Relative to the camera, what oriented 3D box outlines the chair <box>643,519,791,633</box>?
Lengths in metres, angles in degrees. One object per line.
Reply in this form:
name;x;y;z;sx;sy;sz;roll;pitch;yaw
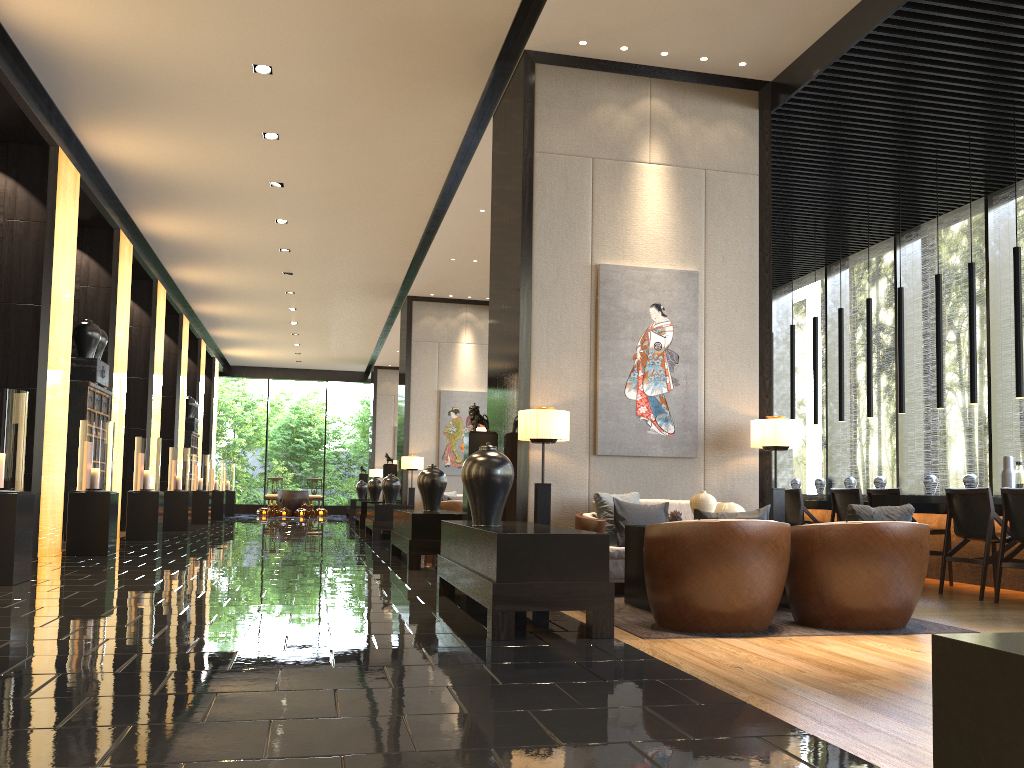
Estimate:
chair;1.139;1.028;4.785;0.804;0.602;0.609;2;-6;-12

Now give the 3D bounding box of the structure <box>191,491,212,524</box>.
structure;-6.303;2.488;17.853;0.402;0.655;0.404;2;-5;-12

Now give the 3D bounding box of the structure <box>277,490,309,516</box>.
structure;-6.187;3.359;25.017;0.874;0.707;0.877;4;-6;-24

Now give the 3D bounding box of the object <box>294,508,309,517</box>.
object;-5.749;3.506;24.195;0.370;0.228;0.371;2;-6;-10

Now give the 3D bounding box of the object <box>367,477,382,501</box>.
object;-2.757;2.114;17.811;0.311;0.491;0.313;1;-5;6

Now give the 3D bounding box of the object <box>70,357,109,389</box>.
object;-5.150;-0.123;10.785;0.365;0.313;0.609;2;-7;-12

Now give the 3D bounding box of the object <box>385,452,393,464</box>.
object;-2.227;1.346;16.029;0.162;0.217;0.102;3;-5;-24

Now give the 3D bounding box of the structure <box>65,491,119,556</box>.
structure;-4.388;1.452;9.270;0.402;0.655;0.404;2;-5;-12

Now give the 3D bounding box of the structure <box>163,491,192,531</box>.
structure;-5.664;2.142;14.992;0.402;0.655;0.404;2;-5;-12

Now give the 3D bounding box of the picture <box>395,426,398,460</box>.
picture;-2.824;1.932;24.484;0.835;1.496;0.037;2;-4;-12

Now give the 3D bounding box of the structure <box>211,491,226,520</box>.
structure;-6.941;2.833;20.714;0.402;0.655;0.404;2;-5;-12

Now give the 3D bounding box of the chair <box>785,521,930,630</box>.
chair;1.975;1.066;4.970;0.804;0.602;0.609;2;-6;-12

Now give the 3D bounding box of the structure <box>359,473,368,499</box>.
structure;-4.167;3.111;24.729;0.240;1.213;0.241;2;-4;-12

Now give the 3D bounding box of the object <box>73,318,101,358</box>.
object;-5.117;-0.546;10.655;0.312;0.491;0.312;-3;-7;44

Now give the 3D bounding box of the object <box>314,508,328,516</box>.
object;-5.358;3.595;24.852;0.370;0.228;0.370;6;-8;-40

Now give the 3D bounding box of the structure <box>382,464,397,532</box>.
structure;-2.214;2.055;15.976;0.240;1.213;0.241;2;-4;-12

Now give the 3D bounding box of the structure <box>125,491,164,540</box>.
structure;-5.026;1.797;12.131;0.402;0.655;0.404;2;-5;-12

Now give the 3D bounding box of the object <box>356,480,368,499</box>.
object;-3.883;2.724;22.859;0.311;0.491;0.313;1;-5;6

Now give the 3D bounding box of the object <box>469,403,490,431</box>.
object;-0.273;0.279;7.293;0.176;0.245;0.116;2;-5;-12

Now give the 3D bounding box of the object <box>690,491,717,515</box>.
object;1.237;0.809;5.730;0.171;0.235;0.172;-1;-5;22

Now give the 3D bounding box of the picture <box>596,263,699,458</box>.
picture;1.078;-0.179;6.993;0.835;1.496;0.037;2;-4;-12

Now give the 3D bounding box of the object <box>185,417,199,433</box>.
object;-7.066;0.914;19.377;0.365;0.313;0.609;2;-7;-12

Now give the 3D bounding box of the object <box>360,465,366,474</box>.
object;-4.173;2.388;24.769;0.176;0.245;0.116;2;-4;-8

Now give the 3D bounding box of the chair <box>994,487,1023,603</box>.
chair;3.765;1.138;6.181;0.563;0.824;0.528;2;-5;-12

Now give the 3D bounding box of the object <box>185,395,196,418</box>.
object;-7.033;0.491;19.247;0.312;0.491;0.312;5;-6;-39

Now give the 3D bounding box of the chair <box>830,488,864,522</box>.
chair;3.295;1.393;8.289;0.563;0.824;0.528;2;-5;-12

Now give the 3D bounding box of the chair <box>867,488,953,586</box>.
chair;3.420;1.325;7.728;0.563;0.824;0.528;2;-5;-12

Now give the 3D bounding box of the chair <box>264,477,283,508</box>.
chair;-6.874;3.236;25.574;0.520;1.072;0.538;2;-5;-12

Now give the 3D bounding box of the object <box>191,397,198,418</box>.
object;-7.105;0.530;19.571;0.312;0.491;0.312;4;-6;-31

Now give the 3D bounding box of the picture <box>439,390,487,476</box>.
picture;-0.866;0.873;15.706;0.835;1.496;0.037;2;-4;-12

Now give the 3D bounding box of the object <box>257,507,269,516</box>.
object;-6.867;3.529;24.537;0.369;0.228;0.371;0;-6;5

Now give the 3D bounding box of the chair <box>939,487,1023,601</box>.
chair;3.640;1.206;6.741;0.563;0.824;0.528;2;-5;-12

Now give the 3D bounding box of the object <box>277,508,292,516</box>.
object;-6.198;3.485;24.091;0.369;0.228;0.371;0;-6;10

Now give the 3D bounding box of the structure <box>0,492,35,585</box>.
structure;-3.750;1.106;6.408;0.402;0.655;0.404;2;-5;-12

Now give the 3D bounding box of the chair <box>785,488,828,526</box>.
chair;3.075;1.512;9.276;0.563;0.824;0.528;2;-5;-12

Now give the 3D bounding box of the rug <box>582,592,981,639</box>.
rug;1.366;1.447;5.723;1.958;0.008;2.252;3;-7;-12

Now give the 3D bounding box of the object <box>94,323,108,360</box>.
object;-5.189;-0.507;10.979;0.312;0.491;0.312;4;-6;-31

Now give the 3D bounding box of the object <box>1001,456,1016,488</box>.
object;4.179;0.780;7.452;0.113;0.343;0.113;2;-4;-17

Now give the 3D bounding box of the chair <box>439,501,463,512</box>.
chair;-0.789;2.071;13.430;0.804;0.602;0.609;2;-6;-12

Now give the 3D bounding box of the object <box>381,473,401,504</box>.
object;-1.920;1.661;14.057;0.311;0.491;0.313;1;-5;6

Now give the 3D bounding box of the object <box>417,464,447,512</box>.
object;-0.829;1.071;9.164;0.312;0.491;0.312;4;-6;-31

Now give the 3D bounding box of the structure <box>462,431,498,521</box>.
structure;-0.267;1.001;7.246;0.240;1.213;0.241;2;-4;-12

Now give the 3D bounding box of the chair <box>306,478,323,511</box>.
chair;-5.773;3.286;25.817;0.520;1.072;0.538;2;-5;-12

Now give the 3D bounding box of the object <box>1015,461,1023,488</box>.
object;4.315;0.812;7.526;0.129;0.304;0.129;3;-5;-26

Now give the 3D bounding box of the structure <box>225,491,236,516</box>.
structure;-7.579;3.178;23.575;0.402;0.655;0.404;2;-5;-12
